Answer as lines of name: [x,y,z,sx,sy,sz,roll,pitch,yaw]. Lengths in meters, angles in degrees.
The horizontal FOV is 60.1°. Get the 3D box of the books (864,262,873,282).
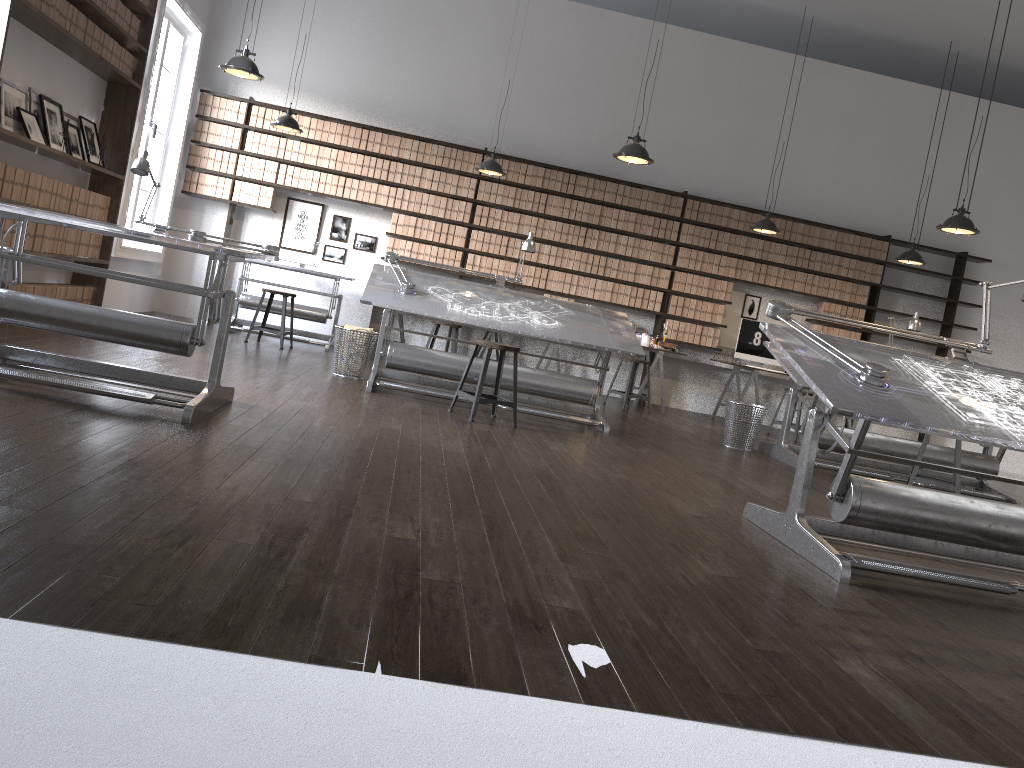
books: [4.131,-1.302,10.357,0.067,0.225,0.175,11,3,-7]

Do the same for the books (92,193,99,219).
books: [-3.579,-1.505,7.422,0.174,0.225,0.067,11,2,-6]

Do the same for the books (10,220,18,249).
books: [-3.500,-1.055,6.081,0.174,0.225,0.067,11,2,-6]

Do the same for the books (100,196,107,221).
books: [-3.604,-1.526,7.627,0.174,0.225,0.067,11,2,-6]

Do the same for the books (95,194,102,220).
books: [-3.584,-1.511,7.488,0.174,0.225,0.067,11,2,-6]

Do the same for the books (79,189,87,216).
books: [-3.555,-1.479,7.156,0.174,0.225,0.067,11,2,-6]

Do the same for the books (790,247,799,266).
books: [3.235,-1.471,10.261,0.066,0.225,0.175,11,3,-7]

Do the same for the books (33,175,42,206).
books: [-3.465,-1.394,6.304,0.174,0.225,0.067,11,2,-6]

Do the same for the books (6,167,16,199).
books: [-3.427,-1.354,5.896,0.174,0.225,0.067,11,2,-6]

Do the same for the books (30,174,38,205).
books: [-3.460,-1.388,6.241,0.174,0.225,0.067,11,2,-6]

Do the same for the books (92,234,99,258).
books: [-3.663,-1.208,7.610,0.174,0.225,0.067,11,2,-6]

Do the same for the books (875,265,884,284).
books: [4.257,-1.279,10.374,0.066,0.225,0.175,11,3,-7]

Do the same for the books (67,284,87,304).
books: [-3.744,-0.728,7.556,0.174,0.225,0.067,11,2,-6]

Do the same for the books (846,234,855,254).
books: [3.906,-1.626,10.321,0.066,0.225,0.175,11,3,-7]

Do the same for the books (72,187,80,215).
books: [-3.541,-1.465,7.014,0.174,0.225,0.067,11,2,-6]

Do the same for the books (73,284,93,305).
books: [-3.762,-0.743,7.704,0.174,0.225,0.067,11,2,-6]

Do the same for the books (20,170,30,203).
books: [-3.448,-1.375,6.108,0.174,0.225,0.067,11,2,-6]

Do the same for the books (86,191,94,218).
books: [-3.563,-1.492,7.294,0.174,0.225,0.067,11,2,-6]

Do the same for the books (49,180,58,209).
books: [-3.494,-1.422,6.585,0.174,0.225,0.067,11,2,-6]

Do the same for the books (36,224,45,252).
books: [-3.550,-1.098,6.506,0.174,0.225,0.067,11,2,-6]

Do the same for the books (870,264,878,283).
books: [4.196,-1.291,10.368,0.066,0.225,0.175,11,3,-7]

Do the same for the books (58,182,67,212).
books: [-3.505,-1.435,6.729,0.174,0.225,0.067,11,2,-6]

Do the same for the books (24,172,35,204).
books: [-3.449,-1.380,6.175,0.174,0.225,0.067,11,2,-6]

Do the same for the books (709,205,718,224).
books: [2.280,-1.932,10.143,0.066,0.225,0.175,11,3,-7]

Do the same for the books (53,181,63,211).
books: [-3.498,-1.428,6.657,0.174,0.225,0.067,11,2,-6]

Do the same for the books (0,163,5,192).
books: [-3.411,-1.339,5.748,0.174,0.225,0.067,11,2,-6]

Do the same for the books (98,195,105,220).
books: [-3.595,-1.519,7.558,0.174,0.225,0.067,11,2,-6]

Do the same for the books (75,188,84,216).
books: [-3.544,-1.471,7.086,0.174,0.225,0.067,11,2,-6]

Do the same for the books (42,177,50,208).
books: [-3.481,-1.408,6.446,0.174,0.225,0.067,11,2,-6]

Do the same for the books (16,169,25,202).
books: [-3.440,-1.368,6.037,0.174,0.225,0.067,11,2,-6]

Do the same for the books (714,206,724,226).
books: [2.349,-1.919,10.151,0.066,0.225,0.175,11,3,-7]

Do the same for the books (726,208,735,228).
books: [2.481,-1.894,10.164,0.066,0.225,0.175,11,3,-7]

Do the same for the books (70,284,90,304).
books: [-3.757,-0.736,7.629,0.174,0.225,0.067,11,2,-6]

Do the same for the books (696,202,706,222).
books: [2.142,-1.958,10.128,0.066,0.225,0.175,11,3,-7]

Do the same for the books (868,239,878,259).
books: [4.181,-1.575,10.354,0.066,0.225,0.175,11,3,-7]

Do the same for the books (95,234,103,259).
books: [-3.666,-1.214,7.681,0.174,0.225,0.067,11,2,-6]

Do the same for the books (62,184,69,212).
books: [-3.516,-1.443,6.791,0.174,0.225,0.067,11,2,-6]

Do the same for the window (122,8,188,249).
window: [-3.502,-2.439,8.509,0.153,2.306,1.248,11,2,-7]

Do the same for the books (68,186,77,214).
books: [-3.528,-1.457,6.940,0.174,0.225,0.067,11,2,-6]

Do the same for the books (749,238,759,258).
books: [2.757,-1.560,10.206,0.066,0.225,0.175,11,3,-7]

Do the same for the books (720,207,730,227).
books: [2.416,-1.906,10.152,0.067,0.225,0.175,11,3,-7]

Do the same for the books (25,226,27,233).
books: [-3.520,-1.069,6.217,0.174,0.225,0.067,11,2,-6]

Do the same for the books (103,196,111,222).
books: [-3.604,-1.531,7.692,0.174,0.225,0.067,11,2,-6]

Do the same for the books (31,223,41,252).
books: [-3.537,-1.090,6.433,0.174,0.225,0.067,11,2,-6]

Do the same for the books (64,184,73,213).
books: [-3.526,-1.450,6.866,0.174,0.225,0.067,11,2,-6]

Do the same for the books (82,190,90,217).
books: [-3.562,-1.486,7.226,0.174,0.225,0.067,11,2,-6]

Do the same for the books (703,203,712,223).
books: [2.211,-1.944,10.131,0.066,0.225,0.175,11,3,-7]

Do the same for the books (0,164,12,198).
books: [-3.413,-1.346,5.822,0.174,0.225,0.067,11,2,-6]

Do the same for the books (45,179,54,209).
books: [-3.490,-1.416,6.515,0.174,0.225,0.067,11,2,-6]

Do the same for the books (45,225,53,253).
books: [-3.561,-1.111,6.644,0.174,0.225,0.067,11,2,-6]

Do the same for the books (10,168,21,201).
books: [-3.429,-1.360,5.967,0.174,0.225,0.067,11,2,-6]

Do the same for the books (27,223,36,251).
books: [-3.535,-1.083,6.358,0.174,0.225,0.067,11,2,-6]

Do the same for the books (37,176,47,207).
books: [-3.470,-1.401,6.376,0.174,0.225,0.067,11,2,-6]

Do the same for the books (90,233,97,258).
books: [-3.655,-1.201,7.540,0.174,0.225,0.067,11,2,-6]

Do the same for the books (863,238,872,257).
books: [4.109,-1.588,10.345,0.066,0.225,0.175,11,3,-7]

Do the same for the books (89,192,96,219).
books: [-3.575,-1.499,7.360,0.174,0.225,0.067,11,2,-6]
